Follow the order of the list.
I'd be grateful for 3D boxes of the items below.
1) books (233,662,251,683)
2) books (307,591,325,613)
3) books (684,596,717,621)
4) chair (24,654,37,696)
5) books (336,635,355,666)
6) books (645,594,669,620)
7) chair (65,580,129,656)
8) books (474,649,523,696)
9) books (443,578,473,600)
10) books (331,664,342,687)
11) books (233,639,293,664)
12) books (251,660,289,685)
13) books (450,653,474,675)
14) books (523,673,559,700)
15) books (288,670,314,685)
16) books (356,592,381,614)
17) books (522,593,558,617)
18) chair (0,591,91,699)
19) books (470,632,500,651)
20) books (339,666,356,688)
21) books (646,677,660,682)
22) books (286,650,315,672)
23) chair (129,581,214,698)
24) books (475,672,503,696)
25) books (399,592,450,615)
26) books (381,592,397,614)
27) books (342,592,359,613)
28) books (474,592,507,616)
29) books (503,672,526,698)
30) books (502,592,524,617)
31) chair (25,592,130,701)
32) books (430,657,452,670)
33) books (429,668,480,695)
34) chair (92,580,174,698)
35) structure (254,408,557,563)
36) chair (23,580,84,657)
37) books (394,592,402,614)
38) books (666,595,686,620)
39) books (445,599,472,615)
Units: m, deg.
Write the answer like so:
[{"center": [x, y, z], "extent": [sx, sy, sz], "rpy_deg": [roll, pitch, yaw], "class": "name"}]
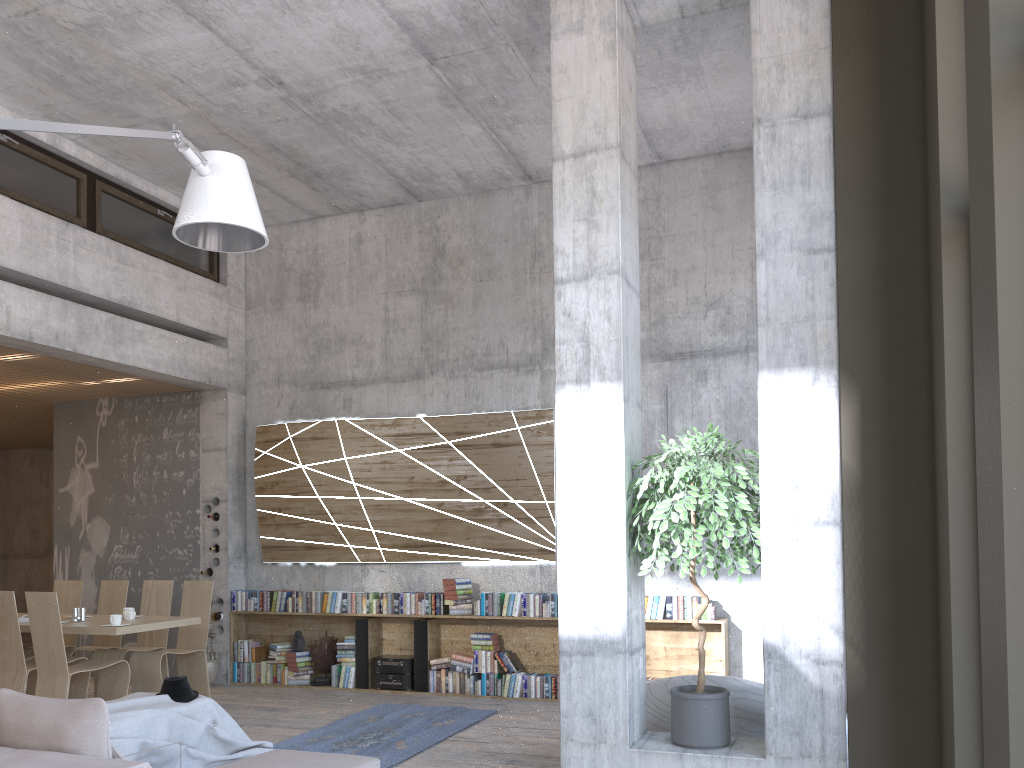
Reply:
[{"center": [-2.964, 3.172, 9.683], "extent": [0.274, 0.218, 0.206], "rpy_deg": [-3, -6, 20], "class": "books"}, {"center": [-2.070, 2.322, 9.353], "extent": [0.156, 0.218, 0.191], "rpy_deg": [-2, -5, 20], "class": "books"}, {"center": [1.707, 2.034, 7.957], "extent": [0.277, 0.219, 0.172], "rpy_deg": [-3, -5, 21], "class": "books"}, {"center": [-4.466, 2.364, 7.609], "extent": [0.349, 1.184, 0.728], "rpy_deg": [-1, -4, 17], "class": "chair"}, {"center": [-1.705, 2.812, 9.259], "extent": [0.252, 0.320, 0.220], "rpy_deg": [-3, -5, 22], "class": "books"}, {"center": [1.317, 2.056, 8.101], "extent": [0.250, 0.226, 0.191], "rpy_deg": [-3, -6, 20], "class": "books"}, {"center": [-4.130, 2.521, 8.518], "extent": [0.349, 1.184, 0.727], "rpy_deg": [-2, -4, 20], "class": "chair"}, {"center": [-0.135, 2.846, 8.646], "extent": [0.452, 0.445, 0.216], "rpy_deg": [-3, -4, 20], "class": "books"}, {"center": [-0.542, 2.051, 8.770], "extent": [0.190, 0.208, 0.247], "rpy_deg": [-5, -8, 41], "class": "books"}, {"center": [-1.834, 3.084, 9.288], "extent": [0.074, 0.218, 0.206], "rpy_deg": [-2, -5, 20], "class": "books"}, {"center": [-2.697, 2.936, 9.614], "extent": [0.718, 0.260, 0.303], "rpy_deg": [-5, -8, 25], "class": "books"}, {"center": [-2.594, 3.139, 9.577], "extent": [0.495, 0.236, 0.244], "rpy_deg": [-4, -7, 20], "class": "books"}, {"center": [-0.478, 2.779, 8.714], "extent": [0.244, 0.190, 0.155], "rpy_deg": [-3, -5, 20], "class": "books"}, {"center": [0.329, 2.921, 8.478], "extent": [0.418, 0.218, 0.206], "rpy_deg": [-4, -6, 20], "class": "books"}, {"center": [-2.268, 3.141, 9.395], "extent": [0.261, 0.149, 0.251], "rpy_deg": [3, -9, -24], "class": "books"}, {"center": [-1.475, 2.283, 9.134], "extent": [0.277, 0.219, 0.172], "rpy_deg": [-3, -5, 21], "class": "books"}, {"center": [0.351, 2.138, 8.481], "extent": [0.491, 0.218, 0.217], "rpy_deg": [-4, -6, 20], "class": "books"}, {"center": [-3.997, 2.325, 7.418], "extent": [0.350, 1.184, 0.727], "rpy_deg": [-2, -4, 25], "class": "chair"}, {"center": [-0.266, 2.562, 8.715], "extent": [0.239, 0.159, 0.191], "rpy_deg": [-3, -7, 20], "class": "books"}, {"center": [-1.693, 3.071, 9.219], "extent": [0.200, 0.226, 0.191], "rpy_deg": [-3, -5, 20], "class": "books"}, {"center": [1.294, 2.850, 8.154], "extent": [0.279, 0.218, 0.211], "rpy_deg": [-3, -6, 19], "class": "books"}, {"center": [-2.263, 2.965, 9.390], "extent": [0.190, 0.208, 0.247], "rpy_deg": [-5, -8, 41], "class": "books"}, {"center": [-3.169, 2.452, 8.198], "extent": [0.349, 1.184, 0.727], "rpy_deg": [-2, -4, 20], "class": "chair"}, {"center": [-0.227, 2.956, 8.665], "extent": [0.227, 0.218, 0.217], "rpy_deg": [-3, -6, 20], "class": "books"}, {"center": [-0.894, 2.238, 8.941], "extent": [0.491, 0.218, 0.217], "rpy_deg": [-4, -6, 20], "class": "books"}, {"center": [-1.255, 2.274, 9.103], "extent": [0.155, 0.218, 0.206], "rpy_deg": [-2, -6, 20], "class": "books"}, {"center": [-1.679, 2.298, 9.207], "extent": [0.156, 0.219, 0.155], "rpy_deg": [-2, -5, 20], "class": "books"}, {"center": [-0.215, 2.175, 8.677], "extent": [0.279, 0.218, 0.211], "rpy_deg": [-3, -6, 19], "class": "books"}, {"center": [0.030, 2.934, 8.559], "extent": [0.200, 0.226, 0.191], "rpy_deg": [-3, -5, 20], "class": "books"}, {"center": [0.020, 2.155, 8.579], "extent": [0.200, 0.226, 0.191], "rpy_deg": [-3, -5, 20], "class": "books"}, {"center": [-3.544, 2.277, 7.184], "extent": [0.350, 1.184, 0.727], "rpy_deg": [-2, -4, 24], "class": "chair"}, {"center": [-0.681, 2.817, 8.852], "extent": [0.235, 0.138, 0.193], "rpy_deg": [-4, -8, 21], "class": "books"}, {"center": [-0.571, 2.982, 8.827], "extent": [0.495, 0.236, 0.244], "rpy_deg": [-4, -7, 20], "class": "books"}, {"center": [-3.627, 2.497, 8.419], "extent": [0.349, 1.184, 0.728], "rpy_deg": [-1, -4, 16], "class": "chair"}, {"center": [-1.221, 1.099, 9.107], "extent": [3.420, 1.523, 0.360], "rpy_deg": [-4, -3, 20], "class": "structure"}, {"center": [-4.625, 2.548, 8.637], "extent": [0.349, 1.184, 0.728], "rpy_deg": [-1, -4, 14], "class": "chair"}, {"center": [-1.159, 2.264, 9.059], "extent": [0.055, 0.219, 0.191], "rpy_deg": [-1, -5, 20], "class": "books"}, {"center": [1.503, 2.049, 8.031], "extent": [0.156, 0.219, 0.155], "rpy_deg": [-2, -5, 20], "class": "books"}, {"center": [-0.528, 2.229, 8.767], "extent": [0.285, 0.148, 0.224], "rpy_deg": [3, -8, -22], "class": "books"}]
